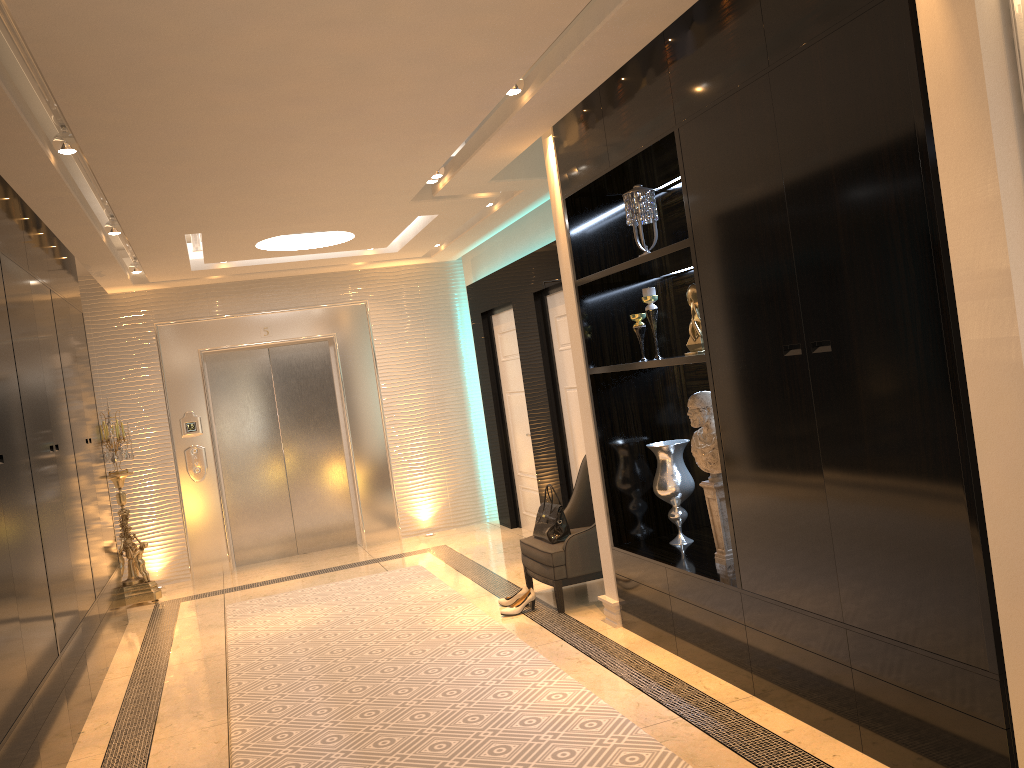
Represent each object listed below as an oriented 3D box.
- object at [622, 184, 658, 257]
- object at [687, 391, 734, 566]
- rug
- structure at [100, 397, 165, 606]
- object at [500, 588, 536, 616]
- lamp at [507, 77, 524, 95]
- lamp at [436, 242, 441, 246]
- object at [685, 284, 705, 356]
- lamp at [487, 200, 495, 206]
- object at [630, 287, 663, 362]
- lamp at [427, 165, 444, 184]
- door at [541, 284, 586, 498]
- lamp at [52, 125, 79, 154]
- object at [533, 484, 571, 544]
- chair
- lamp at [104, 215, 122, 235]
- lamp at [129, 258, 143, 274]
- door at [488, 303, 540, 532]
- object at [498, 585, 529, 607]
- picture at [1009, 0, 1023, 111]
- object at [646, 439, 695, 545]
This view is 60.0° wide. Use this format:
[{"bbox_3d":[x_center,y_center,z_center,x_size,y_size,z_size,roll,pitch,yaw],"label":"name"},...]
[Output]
[{"bbox_3d":[0.610,-0.757,4.142,0.155,0.347,0.155,-9,1,-38],"label":"object"},{"bbox_3d":[0.951,0.421,4.051,0.221,0.794,0.308,-8,1,9],"label":"object"},{"bbox_3d":[-0.664,1.483,4.552,1.526,0.015,5.025,-8,1,-18],"label":"rug"},{"bbox_3d":[-3.129,0.947,7.420,0.382,1.715,0.811,-8,1,5],"label":"structure"},{"bbox_3d":[0.037,1.315,5.336,0.235,0.135,0.084,-8,1,-16],"label":"object"},{"bbox_3d":[-0.003,-1.348,3.930,0.107,0.127,0.107,-9,1,-37],"label":"lamp"},{"bbox_3d":[-0.691,-1.301,7.968,0.107,0.127,0.107,-9,1,-37],"label":"lamp"},{"bbox_3d":[0.839,-0.295,4.017,0.113,0.318,0.116,-8,1,-19],"label":"object"},{"bbox_3d":[-0.182,-1.354,6.430,0.107,0.127,0.107,-9,1,-37],"label":"lamp"},{"bbox_3d":[0.667,-0.295,4.409,0.079,0.361,0.176,-9,1,-37],"label":"object"},{"bbox_3d":[-0.482,-1.299,5.385,0.107,0.127,0.235,-8,1,-18],"label":"lamp"},{"bbox_3d":[0.526,0.270,6.465,0.089,2.034,0.919,-8,1,-18],"label":"door"},{"bbox_3d":[-1.955,-1.072,3.883,0.107,0.127,0.107,-9,1,-37],"label":"lamp"},{"bbox_3d":[0.234,0.798,5.533,0.168,0.345,0.366,-8,1,-19],"label":"object"},{"bbox_3d":[0.426,0.869,5.580,0.702,0.898,0.625,-8,1,-17],"label":"chair"},{"bbox_3d":[-2.536,-1.012,5.639,0.107,0.127,0.107,-8,1,0],"label":"lamp"},{"bbox_3d":[-3.046,-0.959,7.177,0.107,0.127,0.107,-9,1,-37],"label":"lamp"},{"bbox_3d":[0.073,0.318,7.833,0.089,2.034,0.919,-8,1,-18],"label":"door"},{"bbox_3d":[0.014,1.316,5.528,0.235,0.135,0.084,-8,1,30],"label":"object"},{"bbox_3d":[1.549,-0.718,2.298,0.610,0.729,0.027,-8,1,-18],"label":"picture"},{"bbox_3d":[0.845,0.564,4.607,0.221,0.522,0.221,-8,1,-14],"label":"object"}]
